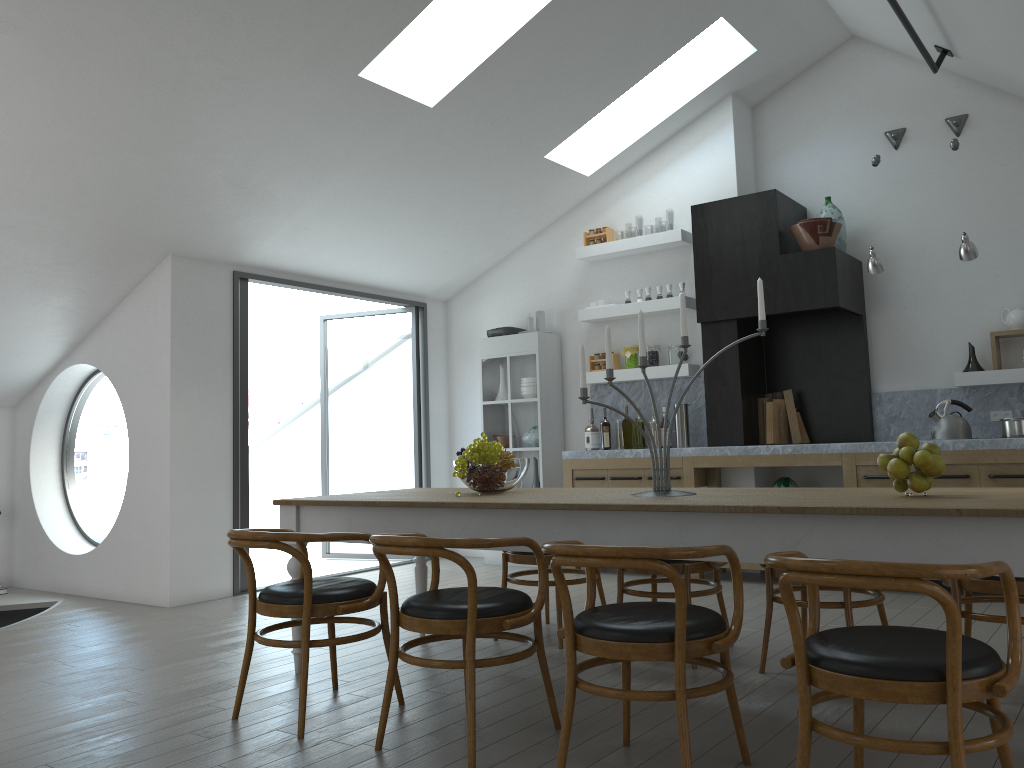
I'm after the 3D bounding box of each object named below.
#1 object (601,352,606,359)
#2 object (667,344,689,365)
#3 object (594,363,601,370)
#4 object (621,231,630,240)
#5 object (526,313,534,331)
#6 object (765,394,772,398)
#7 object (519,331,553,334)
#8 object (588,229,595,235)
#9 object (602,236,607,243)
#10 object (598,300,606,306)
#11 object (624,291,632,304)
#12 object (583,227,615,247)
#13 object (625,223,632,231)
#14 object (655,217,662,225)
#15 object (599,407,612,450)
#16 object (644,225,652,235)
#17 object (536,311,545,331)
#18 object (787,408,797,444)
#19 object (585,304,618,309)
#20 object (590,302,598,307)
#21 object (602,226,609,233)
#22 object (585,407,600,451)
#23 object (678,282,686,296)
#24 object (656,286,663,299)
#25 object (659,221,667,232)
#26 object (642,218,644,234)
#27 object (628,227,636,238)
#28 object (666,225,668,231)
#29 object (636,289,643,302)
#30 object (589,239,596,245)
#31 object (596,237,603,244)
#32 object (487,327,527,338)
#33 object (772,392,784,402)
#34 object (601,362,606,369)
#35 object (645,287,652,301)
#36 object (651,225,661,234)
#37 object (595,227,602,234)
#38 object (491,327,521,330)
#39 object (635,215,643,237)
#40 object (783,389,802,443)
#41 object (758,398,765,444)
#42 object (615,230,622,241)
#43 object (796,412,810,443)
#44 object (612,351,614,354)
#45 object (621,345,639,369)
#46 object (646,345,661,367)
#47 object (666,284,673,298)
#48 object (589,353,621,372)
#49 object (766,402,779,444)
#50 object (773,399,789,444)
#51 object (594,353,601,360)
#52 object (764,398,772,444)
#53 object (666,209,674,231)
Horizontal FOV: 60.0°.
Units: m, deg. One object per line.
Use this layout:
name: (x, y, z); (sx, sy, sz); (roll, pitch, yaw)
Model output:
object: (0.780, -0.235, 7.507); (0.058, 0.075, 0.058); (1, -6, -31)
object: (1.321, -0.237, 7.096); (0.207, 0.178, 0.103); (1, -6, -32)
object: (0.728, -0.144, 7.537); (0.058, 0.075, 0.058); (1, -6, -31)
object: (0.957, -1.233, 7.420); (0.077, 0.085, 0.077); (0, -5, -21)
object: (0.159, -0.533, 7.800); (0.054, 0.197, 0.054); (1, -7, -29)
object: (2.055, 0.290, 7.050); (0.088, 0.426, 0.067); (3, -7, -40)
object: (0.209, -0.443, 7.818); (0.295, 0.025, 0.150); (1, -5, -30)
object: (0.690, -1.302, 7.655); (0.058, 0.075, 0.058); (1, -6, -31)
object: (0.802, -1.225, 7.568); (0.058, 0.075, 0.058); (1, -6, -31)
object: (0.765, -0.675, 7.536); (0.054, 0.071, 0.054); (-6, -6, 35)
object: (0.966, -0.716, 7.388); (0.067, 0.124, 0.063); (-5, -6, 29)
object: (0.747, -1.245, 7.608); (0.237, 0.146, 0.120); (-5, -6, 36)
object: (0.988, -1.272, 7.482); (0.048, 0.170, 0.048); (-7, -8, 44)
object: (1.212, -1.291, 7.320); (0.048, 0.170, 0.048); (-7, -8, 44)
object: (0.756, 0.367, 7.174); (0.093, 0.360, 0.092); (0, -6, -20)
object: (1.133, -1.255, 7.331); (0.081, 0.105, 0.081); (-2, -5, 4)
object: (0.252, -0.540, 7.852); (0.072, 0.212, 0.071); (1, -7, -30)
object: (2.186, 0.338, 6.943); (0.105, 0.297, 0.110); (-3, -6, 11)
object: (0.766, -0.647, 7.533); (0.294, 0.025, 0.113); (-5, -5, 36)
object: (0.706, -0.664, 7.580); (0.058, 0.061, 0.057); (-5, -6, 35)
object: (0.799, -1.311, 7.577); (0.058, 0.075, 0.058); (1, -6, -31)
object: (0.661, 0.374, 7.348); (0.085, 0.361, 0.088); (2, -7, -32)
object: (1.362, -0.751, 7.091); (0.067, 0.124, 0.063); (-5, -6, 29)
object: (1.201, -0.736, 7.217); (0.067, 0.124, 0.063); (-5, -6, 29)
object: (1.227, -1.265, 7.191); (0.071, 0.099, 0.071); (-2, -5, 0)
object: (1.071, -1.288, 7.363); (0.054, 0.179, 0.054); (-3, -6, 12)
object: (1.003, -1.246, 7.352); (0.071, 0.099, 0.071); (-2, -5, 0)
object: (1.273, -1.258, 7.269); (0.093, 0.094, 0.094); (0, -5, -21)
object: (1.056, -0.724, 7.323); (0.067, 0.124, 0.063); (-5, -6, 29)
object: (0.693, -1.216, 7.646); (0.058, 0.075, 0.058); (1, -6, -31)
object: (0.747, -1.220, 7.607); (0.058, 0.075, 0.058); (1, -6, -31)
object: (-0.044, -0.426, 7.996); (0.298, 0.120, 0.298); (-5, -5, 36)
object: (2.109, 0.297, 6.999); (0.089, 0.460, 0.110); (-6, -7, 36)
object: (0.782, -0.149, 7.498); (0.058, 0.075, 0.058); (1, -6, -31)
object: (1.117, -0.730, 7.261); (0.067, 0.124, 0.063); (-5, -6, 29)
object: (1.181, -1.252, 7.258); (0.077, 0.085, 0.077); (0, -5, -21)
object: (0.745, -1.307, 7.616); (0.058, 0.075, 0.058); (1, -6, -31)
object: (-0.045, -0.435, 7.997); (0.238, 0.120, 0.238); (-5, -6, 36)
object: (1.049, -1.296, 7.303); (0.063, 0.187, 0.063); (-2, -6, 4)
object: (2.175, 0.253, 6.838); (0.078, 0.428, 0.147); (0, -6, -19)
object: (1.951, 0.290, 6.924); (0.074, 0.360, 0.057); (3, -7, -40)
object: (0.909, -1.236, 7.492); (0.081, 0.105, 0.081); (-2, -5, 4)
object: (2.241, 0.342, 6.880); (0.113, 0.252, 0.057); (-6, -7, 39)
object: (0.834, -0.240, 7.468); (0.058, 0.075, 0.058); (1, -6, -31)
object: (0.982, -0.218, 7.335); (0.163, 0.200, 0.128); (-5, -6, 30)
object: (1.145, -0.225, 7.220); (0.120, 0.183, 0.120); (2, -7, -39)
object: (1.272, -0.743, 7.156); (0.067, 0.124, 0.063); (-5, -6, 29)
object: (0.782, -0.173, 7.498); (0.237, 0.146, 0.120); (-5, -6, 36)
object: (1.992, 0.302, 6.783); (0.081, 0.337, 0.148); (-5, -6, 26)
object: (2.075, 0.301, 6.870); (0.130, 0.368, 0.072); (2, -7, -35)
object: (0.725, -0.230, 7.546); (0.058, 0.075, 0.058); (1, -6, -31)
object: (1.990, 0.291, 6.879); (0.131, 0.368, 0.068); (3, -7, -40)
object: (1.274, -1.315, 7.141); (0.063, 0.187, 0.063); (-2, -6, 4)
